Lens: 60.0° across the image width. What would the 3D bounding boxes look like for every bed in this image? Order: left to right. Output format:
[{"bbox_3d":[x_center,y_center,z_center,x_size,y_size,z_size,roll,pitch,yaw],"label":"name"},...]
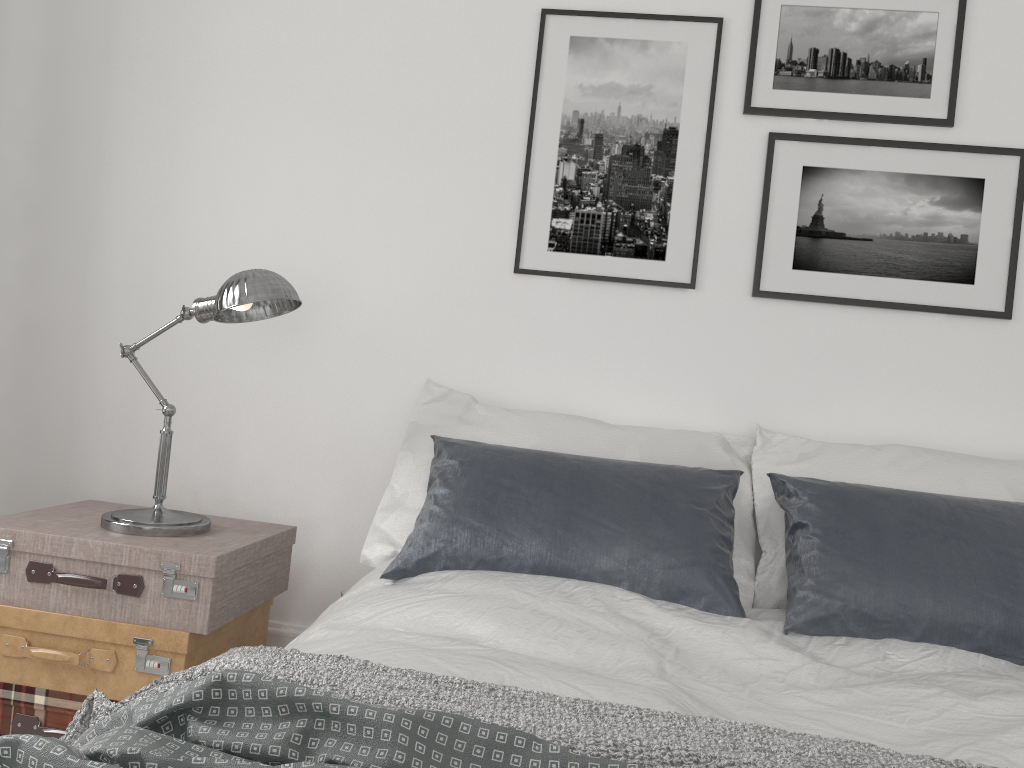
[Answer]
[{"bbox_3d":[0.466,0.609,1.383,2.217,0.926,2.473,6,0,8],"label":"bed"}]

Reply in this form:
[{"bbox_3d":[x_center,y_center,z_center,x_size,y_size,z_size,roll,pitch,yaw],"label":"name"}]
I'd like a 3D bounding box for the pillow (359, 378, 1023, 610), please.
[{"bbox_3d":[0.634,0.339,2.316,1.965,0.529,0.465,6,0,7],"label":"pillow"}]

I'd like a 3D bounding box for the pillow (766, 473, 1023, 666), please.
[{"bbox_3d":[1.029,0.432,2.043,0.842,0.339,0.405,6,0,8],"label":"pillow"}]

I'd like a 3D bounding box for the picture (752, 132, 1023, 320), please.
[{"bbox_3d":[1.087,-0.462,2.567,0.720,0.486,0.015,6,0,7],"label":"picture"}]

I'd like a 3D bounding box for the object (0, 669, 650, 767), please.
[{"bbox_3d":[0.393,0.608,0.742,2.154,0.377,0.536,6,0,10],"label":"object"}]

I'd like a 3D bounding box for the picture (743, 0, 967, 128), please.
[{"bbox_3d":[0.997,-0.970,2.588,0.592,0.403,0.015,6,0,7],"label":"picture"}]

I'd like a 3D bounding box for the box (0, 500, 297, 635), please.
[{"bbox_3d":[-0.983,0.465,2.339,0.647,0.185,0.537,6,0,7],"label":"box"}]

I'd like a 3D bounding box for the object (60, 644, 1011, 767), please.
[{"bbox_3d":[0.408,0.717,1.113,2.236,0.500,0.521,6,0,10],"label":"object"}]

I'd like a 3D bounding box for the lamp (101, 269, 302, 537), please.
[{"bbox_3d":[-0.814,0.038,2.325,0.488,0.699,0.269,6,0,7],"label":"lamp"}]

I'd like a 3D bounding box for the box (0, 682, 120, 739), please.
[{"bbox_3d":[-1.017,0.830,2.340,0.647,0.185,0.537,6,0,7],"label":"box"}]

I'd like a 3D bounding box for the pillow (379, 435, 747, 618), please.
[{"bbox_3d":[0.149,0.340,2.168,0.837,0.329,0.405,6,0,8],"label":"pillow"}]

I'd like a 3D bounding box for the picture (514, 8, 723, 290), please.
[{"bbox_3d":[0.317,-0.712,2.670,0.545,0.810,0.015,6,0,7],"label":"picture"}]

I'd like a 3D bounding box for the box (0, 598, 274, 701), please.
[{"bbox_3d":[-1.049,0.642,2.344,0.647,0.185,0.537,6,0,7],"label":"box"}]
